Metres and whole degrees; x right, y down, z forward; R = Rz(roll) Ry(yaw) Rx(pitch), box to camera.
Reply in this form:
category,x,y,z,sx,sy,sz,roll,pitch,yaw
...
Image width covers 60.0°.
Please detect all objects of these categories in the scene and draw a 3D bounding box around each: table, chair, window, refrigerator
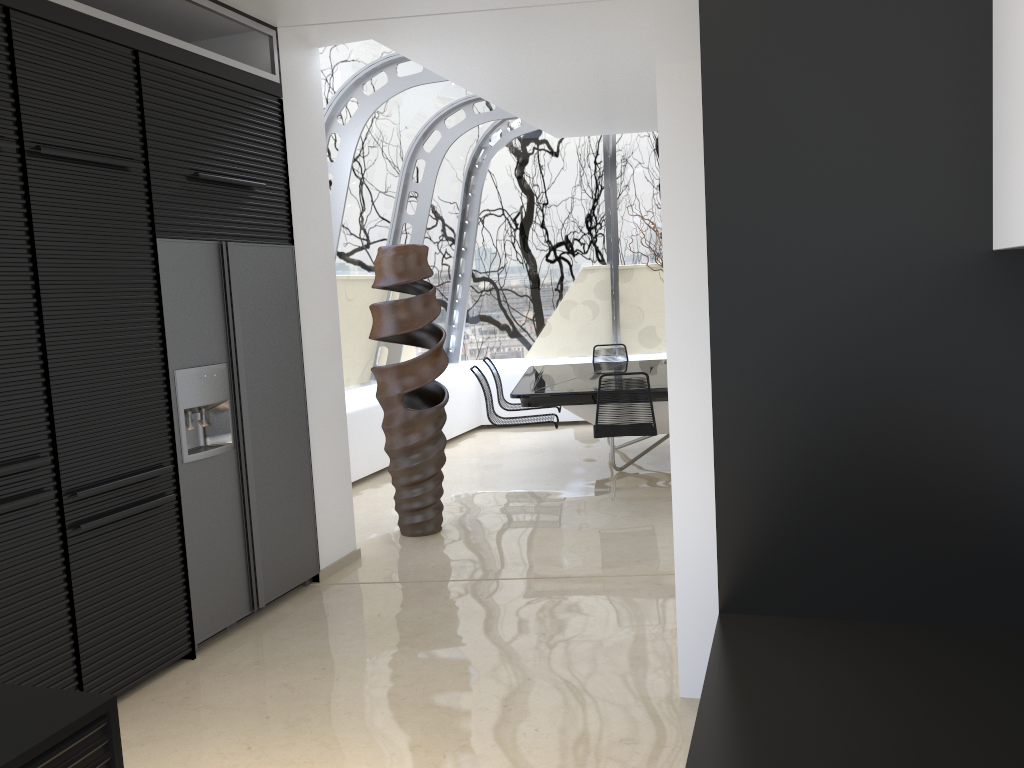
category,x,y,z,sx,sy,sz,roll,pitch,yaw
table,1.603,0.253,7.614,3.031,0.759,2.494,-3,6,5
chair,0.026,0.097,7.282,0.688,0.519,0.446,-3,6,5
chair,0.802,0.145,6.390,0.446,0.519,0.688,-3,6,5
window,3.933,-0.422,2.528,16.171,3.674,16.693,-2,6,11
chair,0.098,-0.001,8.200,0.688,0.519,0.446,-3,6,5
refrigerator,-1.345,0.209,4.244,0.234,1.742,1.006,-1,6,18
chair,0.998,-0.121,8.884,0.446,0.519,0.688,-3,6,5

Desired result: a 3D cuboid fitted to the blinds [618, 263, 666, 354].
category,x,y,z,sx,sy,sz,roll,pitch,yaw
blinds,1.928,-0.848,9.940,1.430,1.027,0.329,-3,6,5

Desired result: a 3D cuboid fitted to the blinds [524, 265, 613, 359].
category,x,y,z,sx,sy,sz,roll,pitch,yaw
blinds,0.257,-0.257,10.298,1.829,2.118,0.663,-3,6,5

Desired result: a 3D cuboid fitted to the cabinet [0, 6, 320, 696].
category,x,y,z,sx,sy,sz,roll,pitch,yaw
cabinet,-1.834,-0.055,3.742,0.831,2.558,2.252,-1,6,19

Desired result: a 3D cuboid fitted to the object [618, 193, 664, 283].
category,x,y,z,sx,sy,sz,roll,pitch,yaw
object,1.483,-0.873,7.325,1.135,1.549,1.031,-4,6,-3

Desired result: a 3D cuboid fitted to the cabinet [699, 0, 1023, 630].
category,x,y,z,sx,sy,sz,roll,pitch,yaw
cabinet,0.405,-0.025,0.434,0.831,2.901,5.157,-1,6,18

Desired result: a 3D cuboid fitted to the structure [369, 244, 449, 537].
category,x,y,z,sx,sy,sz,roll,pitch,yaw
structure,-0.640,0.049,5.636,0.493,1.843,0.498,-2,6,16
